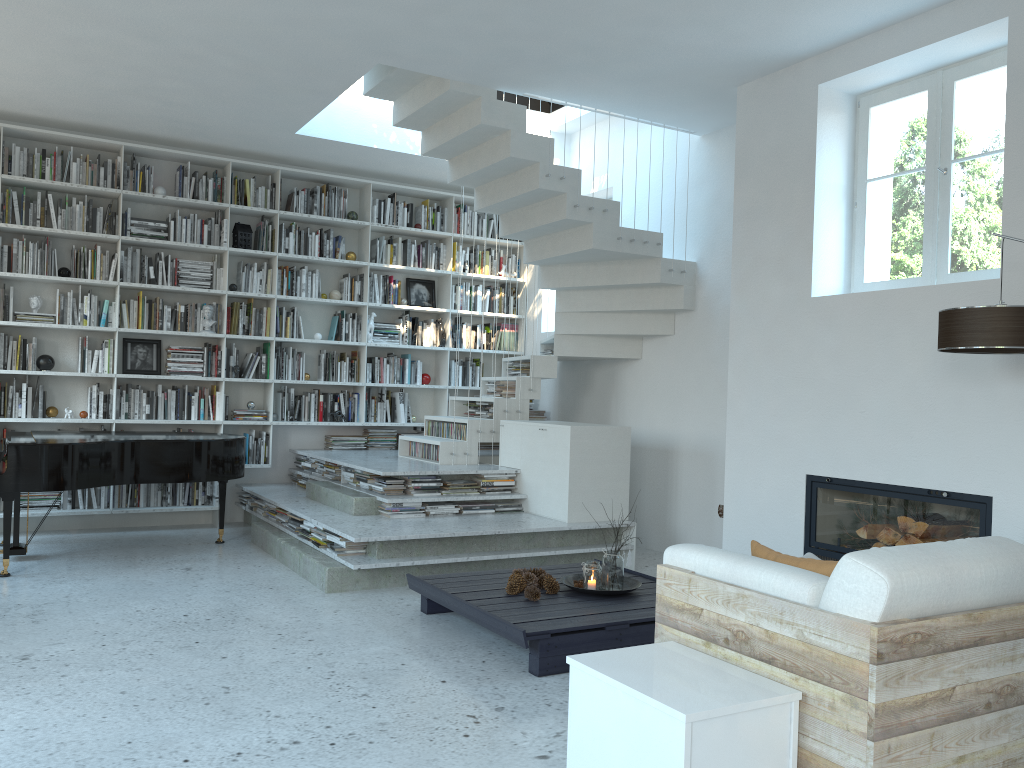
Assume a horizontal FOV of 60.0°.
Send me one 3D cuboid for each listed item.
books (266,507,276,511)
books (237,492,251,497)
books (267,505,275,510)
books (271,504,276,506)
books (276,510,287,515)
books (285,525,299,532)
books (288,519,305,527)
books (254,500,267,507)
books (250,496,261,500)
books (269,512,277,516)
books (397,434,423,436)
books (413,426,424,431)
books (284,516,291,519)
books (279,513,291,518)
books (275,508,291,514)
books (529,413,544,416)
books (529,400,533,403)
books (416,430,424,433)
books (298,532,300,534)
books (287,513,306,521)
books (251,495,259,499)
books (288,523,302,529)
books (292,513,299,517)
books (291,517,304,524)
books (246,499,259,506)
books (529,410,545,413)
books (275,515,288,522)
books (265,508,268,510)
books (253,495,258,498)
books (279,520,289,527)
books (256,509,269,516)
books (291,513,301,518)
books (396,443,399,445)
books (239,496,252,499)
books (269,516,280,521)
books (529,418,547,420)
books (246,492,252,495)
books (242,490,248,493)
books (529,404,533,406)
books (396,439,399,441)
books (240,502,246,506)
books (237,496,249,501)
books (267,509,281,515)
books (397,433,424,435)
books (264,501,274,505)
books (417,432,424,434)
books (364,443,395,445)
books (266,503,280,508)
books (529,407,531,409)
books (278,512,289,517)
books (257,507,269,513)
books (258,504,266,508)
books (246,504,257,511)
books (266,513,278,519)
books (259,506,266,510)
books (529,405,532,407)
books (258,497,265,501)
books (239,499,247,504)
[{"bbox_3d":[-1.803,0.973,6.927,0.169,0.009,0.241,2,-1,-34],"label":"books"},{"bbox_3d":[-2.264,0.960,7.714,0.191,0.013,0.243,2,-1,-34],"label":"books"},{"bbox_3d":[-1.808,0.960,6.924,0.182,0.016,0.199,2,-1,-25],"label":"books"},{"bbox_3d":[-1.798,0.932,6.929,0.174,0.011,0.227,2,-1,-31],"label":"books"},{"bbox_3d":[-1.648,0.962,6.658,0.165,0.014,0.235,2,-1,-35],"label":"books"},{"bbox_3d":[-1.505,1.036,6.385,0.189,0.009,0.290,2,-1,-27],"label":"books"},{"bbox_3d":[-1.494,1.000,6.390,0.160,0.025,0.244,2,-1,-35],"label":"books"},{"bbox_3d":[-1.959,0.966,7.196,0.180,0.015,0.294,2,-1,-32],"label":"books"},{"bbox_3d":[-2.102,0.960,7.469,0.160,0.009,0.291,2,-1,-28],"label":"books"},{"bbox_3d":[-1.795,1.016,6.932,0.165,0.012,0.205,2,-1,-30],"label":"books"},{"bbox_3d":[-0.933,0.492,8.598,0.368,0.007,0.205,2,-1,-35],"label":"books"},{"bbox_3d":[-0.815,0.437,8.631,0.204,0.035,0.266,2,-1,-29],"label":"books"},{"bbox_3d":[-1.631,0.994,6.669,0.140,0.013,0.180,2,-1,-29],"label":"books"},{"bbox_3d":[-1.638,0.983,6.664,0.155,0.009,0.297,2,-1,-29],"label":"books"},{"bbox_3d":[-1.651,0.949,6.656,0.179,0.012,0.249,2,-1,-33],"label":"books"},{"bbox_3d":[0.170,0.289,8.496,0.234,0.025,0.157,2,-1,-34],"label":"books"},{"bbox_3d":[0.072,0.167,8.683,0.232,0.025,0.123,2,-1,-33],"label":"books"},{"bbox_3d":[-0.802,0.466,8.639,0.159,0.012,0.285,2,-1,-34],"label":"books"},{"bbox_3d":[-1.487,1.053,6.395,0.142,0.012,0.291,2,-1,-26],"label":"books"},{"bbox_3d":[-1.494,0.954,6.389,0.170,0.014,0.281,2,-1,-33],"label":"books"},{"bbox_3d":[-2.094,0.954,7.474,0.126,0.005,0.290,2,-1,-35],"label":"books"},{"bbox_3d":[-1.496,1.018,6.389,0.177,0.011,0.220,2,-1,-28],"label":"books"},{"bbox_3d":[-1.484,0.937,6.395,0.160,0.008,0.239,2,-1,-29],"label":"books"},{"bbox_3d":[-1.483,0.979,6.396,0.142,0.017,0.239,2,-1,-34],"label":"books"},{"bbox_3d":[-2.119,0.996,7.460,0.191,0.028,0.212,2,-1,-26],"label":"books"},{"bbox_3d":[0.168,0.263,8.501,0.267,0.026,0.161,2,-1,-25],"label":"books"},{"bbox_3d":[-1.650,1.006,6.658,0.182,0.013,0.287,2,-1,-29],"label":"books"},{"bbox_3d":[-1.943,1.000,7.206,0.147,0.012,0.206,2,-1,-29],"label":"books"},{"bbox_3d":[-2.089,0.944,7.476,0.135,0.014,0.297,2,-1,-29],"label":"books"},{"bbox_3d":[-1.650,1.045,6.659,0.161,0.008,0.254,2,-1,-25],"label":"books"},{"bbox_3d":[-1.961,1.040,7.197,0.177,0.026,0.230,2,-1,-27],"label":"books"},{"bbox_3d":[-1.481,0.944,6.396,0.157,0.007,0.268,2,-1,-30],"label":"books"},{"bbox_3d":[-0.938,0.584,8.604,0.368,0.007,0.205,2,-1,-33],"label":"books"},{"bbox_3d":[-2.258,0.984,7.718,0.188,0.009,0.211,2,-1,-31],"label":"books"},{"bbox_3d":[-1.797,1.048,6.932,0.157,0.014,0.180,2,-1,-33],"label":"books"},{"bbox_3d":[0.177,0.333,8.481,0.296,0.013,0.128,2,-1,-32],"label":"books"},{"bbox_3d":[-2.233,0.946,7.732,0.133,0.017,0.231,2,-1,-29],"label":"books"},{"bbox_3d":[-2.246,0.930,7.725,0.158,0.014,0.234,2,-1,-32],"label":"books"},{"bbox_3d":[0.075,0.200,8.677,0.206,0.014,0.150,2,-1,-30],"label":"books"},{"bbox_3d":[-0.938,0.546,8.604,0.368,0.007,0.205,2,-1,-27],"label":"books"},{"bbox_3d":[-2.251,1.043,7.723,0.171,0.016,0.241,2,-1,-30],"label":"books"},{"bbox_3d":[-2.261,0.995,7.717,0.177,0.012,0.278,2,-1,-34],"label":"books"},{"bbox_3d":[-1.799,0.996,6.930,0.159,0.011,0.246,2,-1,-34],"label":"books"},{"bbox_3d":[-0.937,0.485,8.606,0.368,0.007,0.205,2,-1,-28],"label":"books"},{"bbox_3d":[-1.811,0.923,6.921,0.193,0.005,0.224,2,-1,-34],"label":"books"},{"bbox_3d":[-0.802,0.484,8.639,0.165,0.015,0.243,2,-1,-27],"label":"books"},{"bbox_3d":[-1.259,0.570,8.419,0.254,0.007,0.161,2,-1,-34],"label":"books"},{"bbox_3d":[-1.801,0.945,6.927,0.171,0.015,0.252,2,-1,-33],"label":"books"},{"bbox_3d":[0.070,0.232,8.682,0.182,0.011,0.131,2,-1,-32],"label":"books"},{"bbox_3d":[-1.642,0.974,6.662,0.169,0.009,0.241,2,-1,-30],"label":"books"},{"bbox_3d":[-1.955,1.020,7.200,0.172,0.014,0.221,2,-1,-29],"label":"books"},{"bbox_3d":[-1.957,0.984,7.198,0.171,0.020,0.193,2,-1,-26],"label":"books"},{"bbox_3d":[-2.113,1.037,7.465,0.189,0.030,0.237,2,-1,-30],"label":"books"},{"bbox_3d":[-1.800,1.027,6.930,0.159,0.012,0.292,2,-1,-33],"label":"books"},{"bbox_3d":[-1.943,1.010,7.207,0.149,0.007,0.300,2,-1,-30],"label":"books"},{"bbox_3d":[0.072,0.212,8.681,0.215,0.011,0.121,2,-1,-35],"label":"books"},{"bbox_3d":[-1.949,0.938,7.201,0.159,0.006,0.285,2,-1,-28],"label":"books"},{"bbox_3d":[-2.260,1.020,7.718,0.179,0.012,0.261,2,-1,-27],"label":"books"}]
